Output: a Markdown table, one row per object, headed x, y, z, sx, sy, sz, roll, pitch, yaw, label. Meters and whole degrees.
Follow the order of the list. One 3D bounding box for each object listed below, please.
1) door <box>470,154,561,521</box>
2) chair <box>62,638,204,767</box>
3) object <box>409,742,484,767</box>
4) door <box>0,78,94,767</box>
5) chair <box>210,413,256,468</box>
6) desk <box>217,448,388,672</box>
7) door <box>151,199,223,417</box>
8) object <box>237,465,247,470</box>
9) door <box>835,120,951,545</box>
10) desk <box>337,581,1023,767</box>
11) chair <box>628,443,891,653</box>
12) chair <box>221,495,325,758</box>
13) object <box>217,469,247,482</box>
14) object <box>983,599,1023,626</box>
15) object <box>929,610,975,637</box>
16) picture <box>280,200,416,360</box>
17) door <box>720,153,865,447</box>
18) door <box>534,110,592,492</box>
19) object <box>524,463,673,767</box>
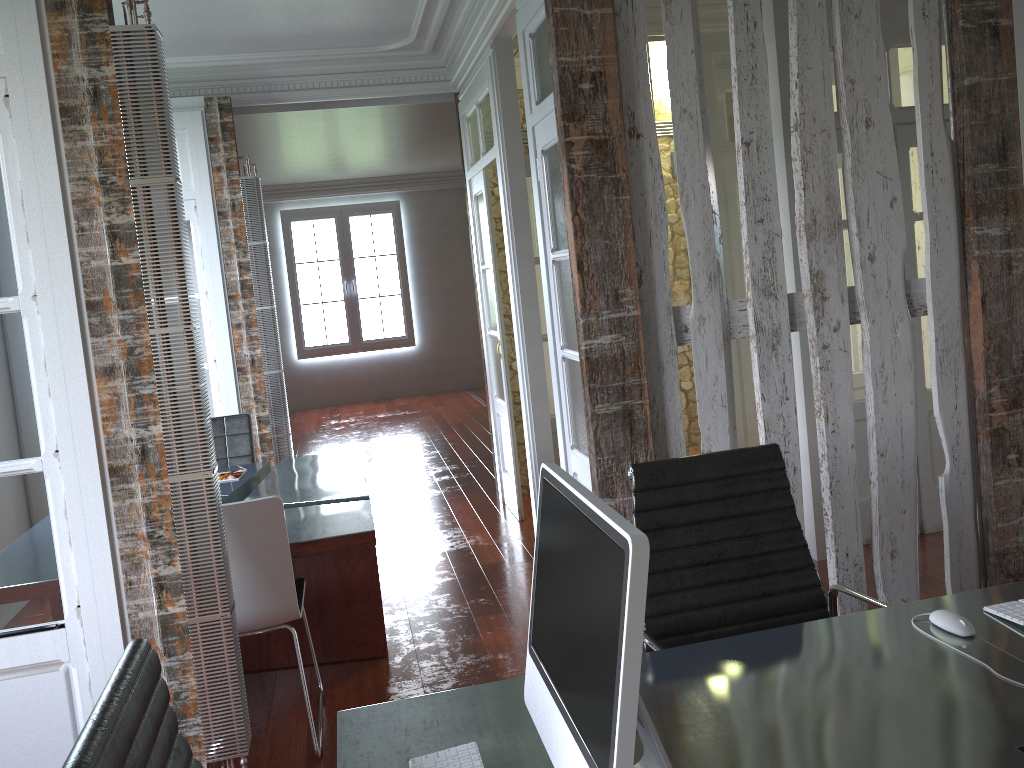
| x | y | z | sx | sy | sz | roll | pitch | yaw | label |
| --- | --- | --- | --- | --- | --- | --- | --- | --- | --- |
| 0.012 | -0.218 | 5.347 | 0.484 | 2.173 | 1.187 | -9 | 6 | -36 | door |
| -0.236 | 0.896 | 1.337 | 0.699 | 1.019 | 0.668 | -6 | 5 | -6 | chair |
| -0.076 | 0.652 | 1.300 | 0.119 | 0.017 | 0.440 | -7 | 7 | -10 | object |
| -1.711 | 0.344 | 2.292 | 1.161 | 2.173 | 0.041 | -7 | 4 | -11 | door |
| -1.567 | 0.668 | 4.661 | 0.475 | 0.915 | 0.603 | -7 | 5 | -11 | chair |
| -1.339 | 0.859 | 3.974 | 1.447 | 0.651 | 1.719 | -7 | 7 | -11 | desk |
| -2.311 | 0.022 | 5.341 | 1.161 | 2.173 | 0.041 | -7 | 4 | -11 | door |
| -1.429 | 0.443 | 4.690 | 0.011 | 0.011 | 0.149 | -10 | 8 | -34 | object |
| 1.988 | -0.263 | 4.470 | 1.078 | 2.078 | 0.041 | -7 | 4 | -11 | door |
| 1.046 | 0.907 | 1.340 | 2.510 | 0.725 | 1.305 | -7 | 7 | -11 | desk |
| 0.590 | 0.719 | 2.069 | 0.666 | 1.019 | 0.701 | -7 | 5 | -16 | chair |
| -0.949 | 0.803 | 3.079 | 0.475 | 0.915 | 0.603 | -7 | 5 | -11 | chair |
| -1.526 | 0.481 | 4.505 | 0.307 | 0.012 | 0.225 | -7 | 7 | -6 | object |
| 1.219 | 0.450 | 1.857 | 0.439 | 0.017 | 0.119 | -7 | 7 | -11 | object |
| 0.897 | 0.484 | 1.802 | 0.059 | 0.028 | 0.106 | -7 | 7 | -12 | object |
| -2.184 | -1.400 | 11.864 | 1.581 | 1.980 | 0.127 | -7 | 4 | -11 | picture |
| 1.811 | -0.350 | 5.304 | 1.078 | 2.078 | 0.041 | -7 | 4 | -11 | door |
| 0.326 | -0.023 | 3.528 | 0.041 | 2.171 | 1.061 | -7 | 5 | -10 | door |
| 0.122 | 0.397 | 1.301 | 0.190 | 0.483 | 0.485 | -7 | 6 | -10 | object |
